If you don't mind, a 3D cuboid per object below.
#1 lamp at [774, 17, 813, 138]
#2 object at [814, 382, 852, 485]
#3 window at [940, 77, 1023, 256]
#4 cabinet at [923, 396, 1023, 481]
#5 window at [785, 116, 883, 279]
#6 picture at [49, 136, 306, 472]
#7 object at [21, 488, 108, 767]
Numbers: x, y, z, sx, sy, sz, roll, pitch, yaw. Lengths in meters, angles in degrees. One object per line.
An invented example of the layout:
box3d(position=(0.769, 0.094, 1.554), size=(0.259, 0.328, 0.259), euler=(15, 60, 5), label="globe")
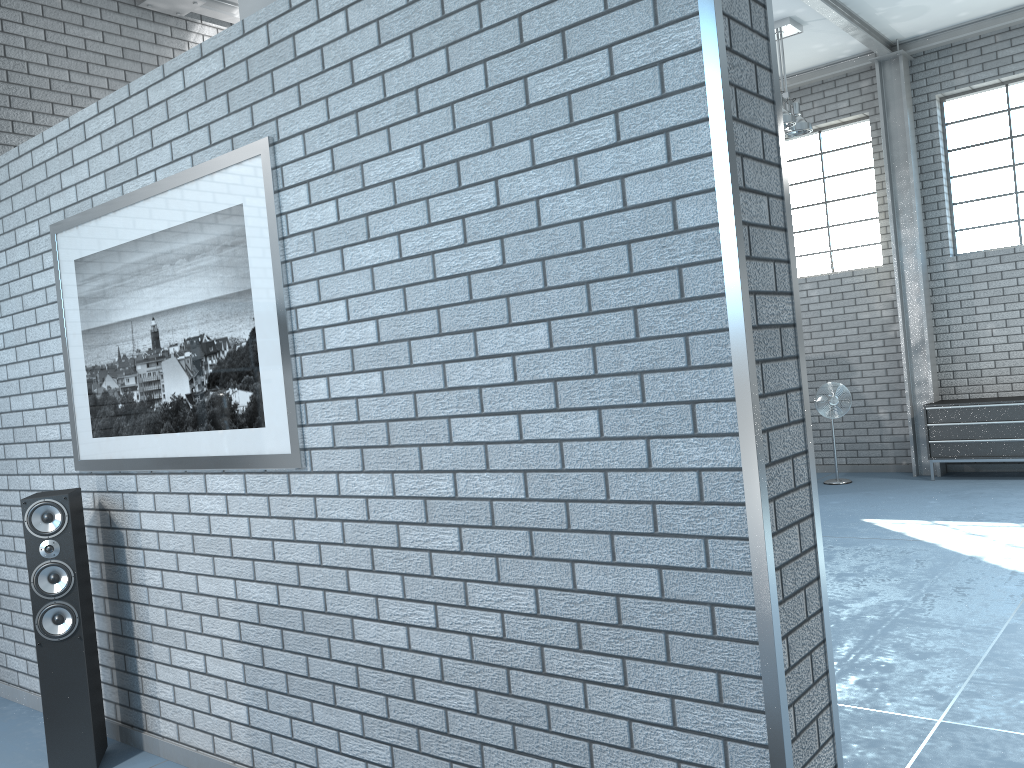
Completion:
box3d(position=(2.281, -2.565, 7.449), size=(0.300, 0.872, 0.639), euler=(-5, 1, 39), label="lamp")
box3d(position=(3.018, 0.455, 8.332), size=(0.342, 0.954, 0.258), euler=(-6, 1, 5), label="object")
box3d(position=(4.958, -2.011, 7.657), size=(2.200, 1.500, 0.100), euler=(-5, 1, 39), label="window")
box3d(position=(4.741, 0.434, 7.427), size=(2.250, 0.682, 0.510), euler=(-5, 1, 39), label="cabinet")
box3d(position=(2.793, -1.821, 9.423), size=(2.200, 1.500, 0.100), euler=(-5, 1, 39), label="window")
box3d(position=(-1.259, -0.195, 3.167), size=(1.490, 1.015, 0.020), euler=(-5, 1, 39), label="picture")
box3d(position=(-1.683, 0.932, 3.346), size=(0.159, 1.045, 0.254), euler=(-6, 1, -16), label="object")
